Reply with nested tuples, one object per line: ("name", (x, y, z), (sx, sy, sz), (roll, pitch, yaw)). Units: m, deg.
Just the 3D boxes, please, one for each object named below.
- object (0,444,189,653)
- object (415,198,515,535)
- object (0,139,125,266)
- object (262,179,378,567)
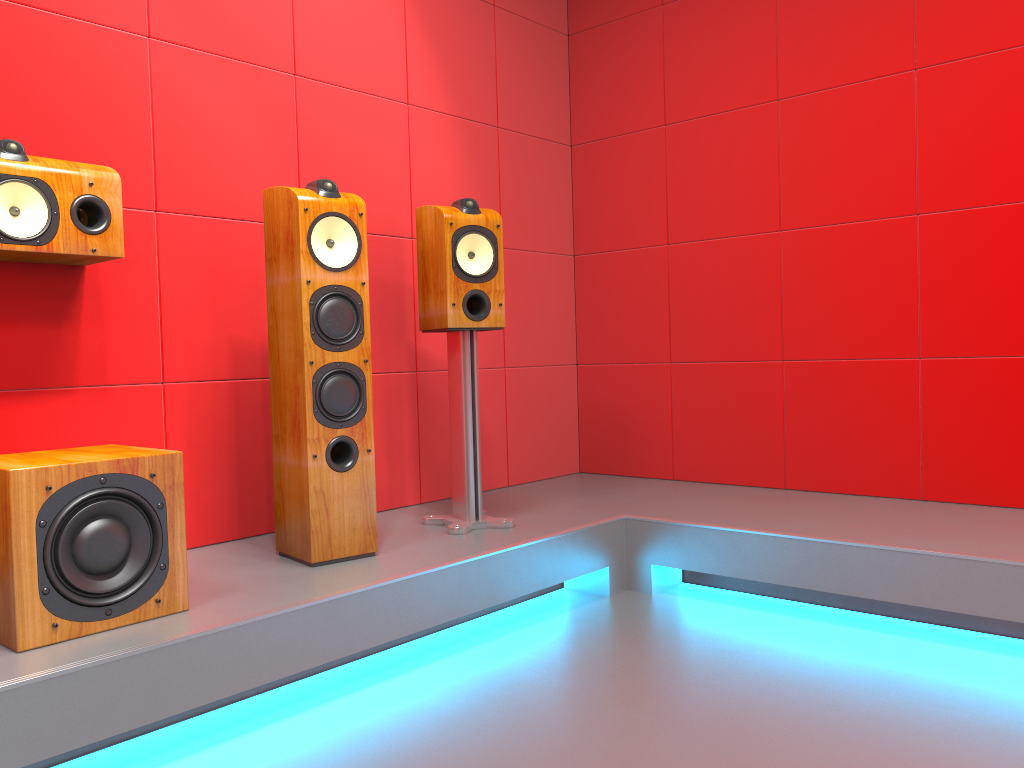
("object", (-0.977, 0.338, 1.968), (0.360, 0.360, 0.360), (0, 2, 41))
("object", (-0.161, -0.065, 2.900), (0.231, 1.058, 0.265), (-3, 2, -29))
("object", (-1.243, -0.448, 2.157), (0.235, 0.271, 0.493), (0, 2, 41))
("object", (-0.540, -0.039, 2.503), (0.203, 1.052, 0.238), (-3, 2, -39))
